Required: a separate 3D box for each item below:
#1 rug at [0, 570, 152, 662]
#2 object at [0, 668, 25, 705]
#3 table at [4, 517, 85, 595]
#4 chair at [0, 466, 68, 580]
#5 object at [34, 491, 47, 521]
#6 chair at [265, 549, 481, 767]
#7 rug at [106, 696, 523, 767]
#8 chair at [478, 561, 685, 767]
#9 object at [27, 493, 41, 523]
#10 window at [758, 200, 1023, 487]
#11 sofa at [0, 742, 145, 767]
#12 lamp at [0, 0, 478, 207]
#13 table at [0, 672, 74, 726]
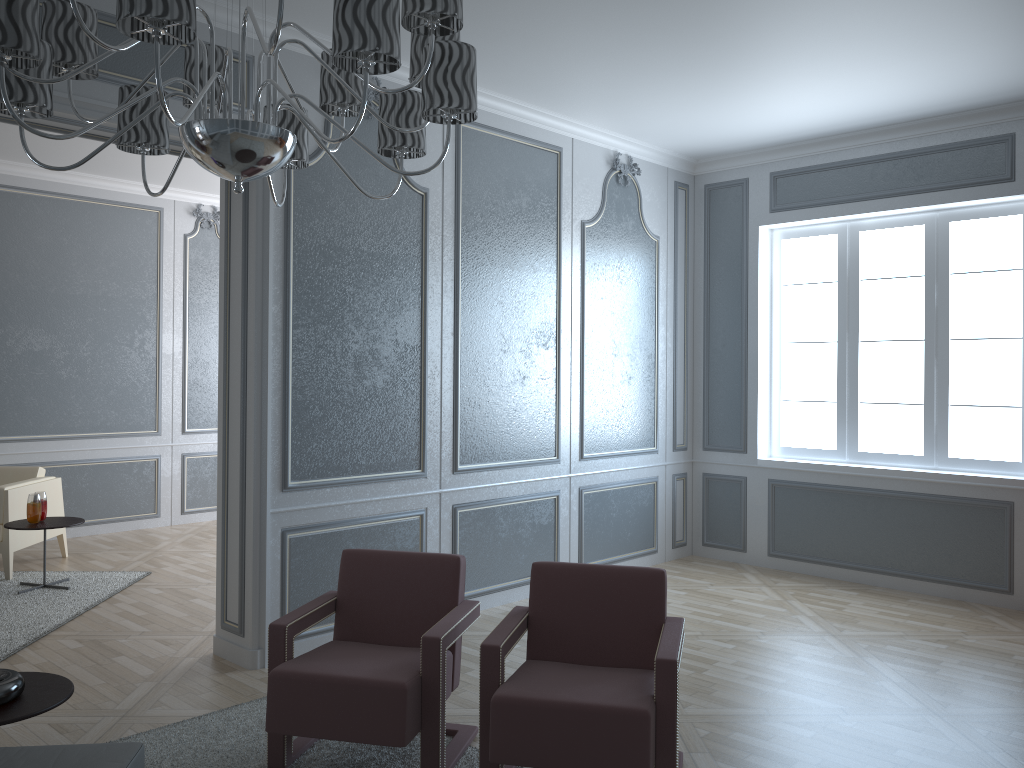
[{"bbox_3d":[-3.222,1.178,4.499,2.000,0.010,2.000,0,1,-1],"label":"rug"},{"bbox_3d":[-1.417,0.717,2.216,0.206,0.221,0.425,0,0,13],"label":"object"},{"bbox_3d":[-2.689,0.988,5.104,0.414,0.385,0.414,0,0,1],"label":"table"},{"bbox_3d":[-3.419,0.859,5.623,0.855,0.621,0.737,0,0,-1],"label":"chair"},{"bbox_3d":[-2.747,0.712,5.159,0.075,0.165,0.075,0,0,3],"label":"object"},{"bbox_3d":[-0.453,0.904,2.890,0.576,0.620,0.606,0,0,14],"label":"chair"},{"bbox_3d":[-0.314,1.230,1.748,3.204,0.010,2.018,1,1,44],"label":"rug"},{"bbox_3d":[0.222,0.911,2.696,0.576,0.620,0.606,0,0,14],"label":"chair"},{"bbox_3d":[-2.735,0.713,5.073,0.075,0.165,0.075,0,0,33],"label":"object"},{"bbox_3d":[2.332,-0.246,5.450,1.600,1.582,0.349,1,0,44],"label":"window"},{"bbox_3d":[-1.151,0.893,1.001,0.810,0.668,2.204,0,1,-6],"label":"sofa"},{"bbox_3d":[-0.566,-0.953,1.832,0.976,1.120,0.976,0,0,32],"label":"lamp"},{"bbox_3d":[-1.386,1.019,2.335,0.414,0.385,0.414,1,0,31],"label":"table"}]
